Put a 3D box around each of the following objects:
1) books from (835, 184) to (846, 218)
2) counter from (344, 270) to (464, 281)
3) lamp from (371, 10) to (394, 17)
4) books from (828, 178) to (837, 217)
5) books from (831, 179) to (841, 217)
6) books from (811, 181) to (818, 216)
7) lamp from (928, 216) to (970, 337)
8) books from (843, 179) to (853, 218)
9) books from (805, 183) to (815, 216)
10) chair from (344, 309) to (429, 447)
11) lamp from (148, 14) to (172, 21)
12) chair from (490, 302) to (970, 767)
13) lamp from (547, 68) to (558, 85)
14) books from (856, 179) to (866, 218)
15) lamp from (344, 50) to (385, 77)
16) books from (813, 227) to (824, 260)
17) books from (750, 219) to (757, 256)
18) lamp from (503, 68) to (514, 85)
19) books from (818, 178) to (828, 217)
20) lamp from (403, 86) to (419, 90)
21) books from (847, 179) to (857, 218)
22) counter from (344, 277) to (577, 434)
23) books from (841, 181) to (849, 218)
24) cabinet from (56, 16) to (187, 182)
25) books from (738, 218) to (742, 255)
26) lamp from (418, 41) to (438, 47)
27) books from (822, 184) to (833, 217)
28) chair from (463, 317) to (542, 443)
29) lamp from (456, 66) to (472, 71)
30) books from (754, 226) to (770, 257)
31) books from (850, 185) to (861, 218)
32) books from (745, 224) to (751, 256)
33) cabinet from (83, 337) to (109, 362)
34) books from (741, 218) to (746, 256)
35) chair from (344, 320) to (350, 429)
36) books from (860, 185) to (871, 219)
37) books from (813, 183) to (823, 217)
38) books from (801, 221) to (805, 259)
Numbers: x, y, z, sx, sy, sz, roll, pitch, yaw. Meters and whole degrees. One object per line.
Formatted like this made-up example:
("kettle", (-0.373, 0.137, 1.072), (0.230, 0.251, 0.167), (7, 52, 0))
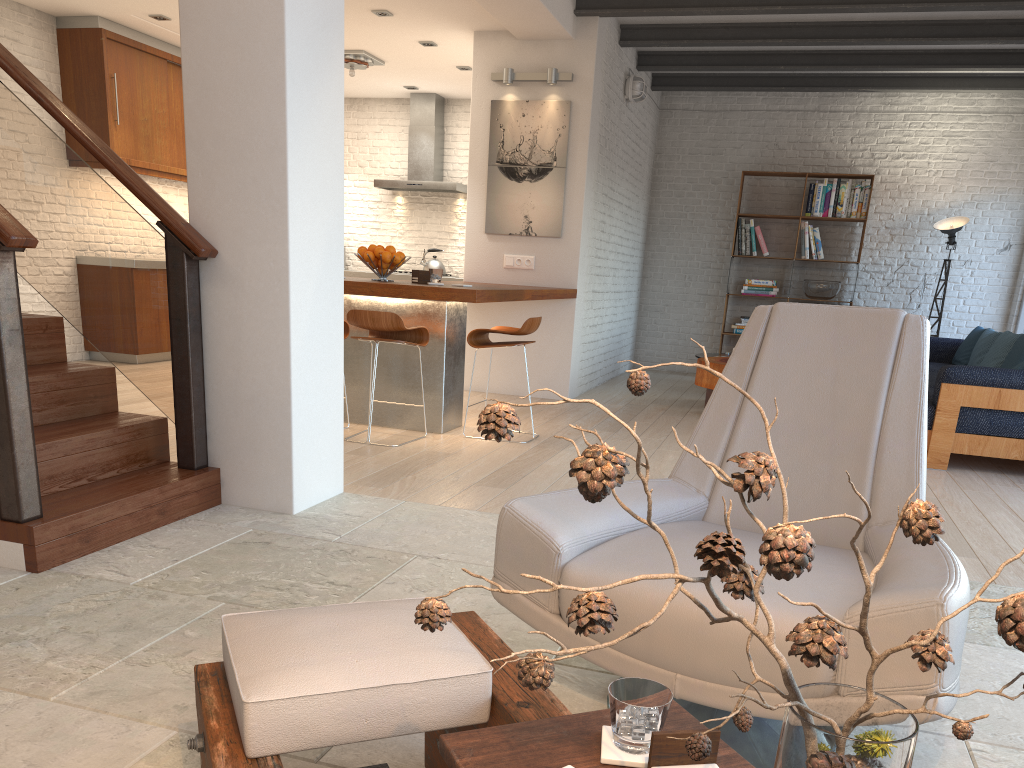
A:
("books", (3.456, -1.916, 9.184), (0.055, 0.343, 0.245), (8, 14, 17))
("counter", (-1.734, -1.107, 8.883), (3.500, 0.073, 3.225), (6, 8, 16))
("lamp", (-0.968, -2.792, 6.518), (0.123, 0.057, 0.119), (6, 10, 16))
("books", (3.379, -1.951, 9.202), (0.036, 0.400, 0.235), (9, 15, 17))
("books", (3.417, -1.949, 9.202), (0.036, 0.400, 0.235), (9, 15, 17))
("books", (3.212, -1.957, 9.271), (0.020, 0.374, 0.262), (9, 14, 17))
("lamp", (4.493, -0.742, 8.834), (0.506, 1.923, 0.829), (0, 15, -11))
("books", (3.530, -1.940, 9.184), (0.036, 0.400, 0.235), (9, 15, 17))
("books", (3.175, -1.947, 9.287), (0.055, 0.343, 0.245), (8, 14, 17))
("chair", (-0.770, -0.050, 5.251), (0.402, 0.807, 0.406), (8, 15, 16))
("lamp", (-2.842, -2.978, 7.037), (0.123, 0.057, 0.119), (6, 10, 16))
("chair", (0.624, 0.325, 2.147), (1.009, 1.059, 0.948), (11, 15, 32))
("lamp", (0.310, -2.373, 6.728), (0.078, 0.109, 0.077), (-10, 19, -44))
("books", (3.651, -1.926, 9.137), (0.036, 0.400, 0.235), (9, 15, 17))
("lamp", (-1.470, -2.917, 8.011), (0.447, 0.178, 0.435), (6, 9, 16))
("books", (3.287, -1.503, 9.361), (0.157, 0.343, 0.245), (8, 14, 16))
("books", (2.642, -1.594, 9.533), (0.120, 0.397, 0.235), (8, 15, 16))
("lamp", (-0.029, -2.407, 6.821), (0.078, 0.109, 0.077), (-10, 19, -44))
("books", (3.291, -1.961, 9.232), (0.036, 0.400, 0.235), (9, 15, 17))
("lamp", (-1.066, -3.150, 9.213), (0.123, 0.057, 0.119), (6, 10, 16))
("books", (3.562, -1.935, 9.162), (0.036, 0.400, 0.235), (9, 15, 17))
("counter", (-0.661, -0.272, 6.397), (1.675, 0.958, 2.415), (6, 9, 16))
("books", (3.498, -1.928, 9.183), (0.020, 0.374, 0.262), (9, 14, 17))
("cabinet", (-3.113, -2.614, 8.876), (0.459, 1.208, 3.233), (8, 10, 17))
("books", (2.506, -1.609, 9.575), (0.091, 0.401, 0.235), (8, 15, 17))
("lamp", (-0.705, -2.882, 7.335), (0.123, 0.057, 0.119), (6, 10, 16))
("books", (3.338, -1.931, 9.241), (0.055, 0.343, 0.245), (8, 14, 17))
("chair", (-0.033, -0.047, 5.584), (0.420, 0.808, 0.389), (8, 15, 16))
("lamp", (-0.442, -2.972, 8.152), (0.123, 0.057, 0.119), (6, 10, 16))
("books", (2.736, -1.556, 9.539), (0.193, 0.332, 0.245), (8, 14, 16))
("books", (3.602, -1.902, 9.153), (0.055, 0.343, 0.245), (8, 14, 17))
("books", (2.597, -1.579, 9.584), (0.102, 0.348, 0.245), (8, 14, 17))
("cabinet", (-1.858, -1.699, 9.132), (4.777, 2.954, 2.174), (0, 14, -19))
("books", (2.544, -1.607, 9.572), (0.091, 0.401, 0.235), (8, 15, 17))
("chair", (-1.284, -0.101, 5.393), (0.402, 0.807, 0.406), (8, 15, 16))
("books", (3.701, -1.895, 9.147), (0.055, 0.343, 0.245), (8, 14, 17))
("books", (3.243, -1.938, 9.249), (0.055, 0.343, 0.245), (8, 14, 17))
("books", (3.141, -1.546, 9.413), (0.101, 0.400, 0.235), (8, 15, 16))
